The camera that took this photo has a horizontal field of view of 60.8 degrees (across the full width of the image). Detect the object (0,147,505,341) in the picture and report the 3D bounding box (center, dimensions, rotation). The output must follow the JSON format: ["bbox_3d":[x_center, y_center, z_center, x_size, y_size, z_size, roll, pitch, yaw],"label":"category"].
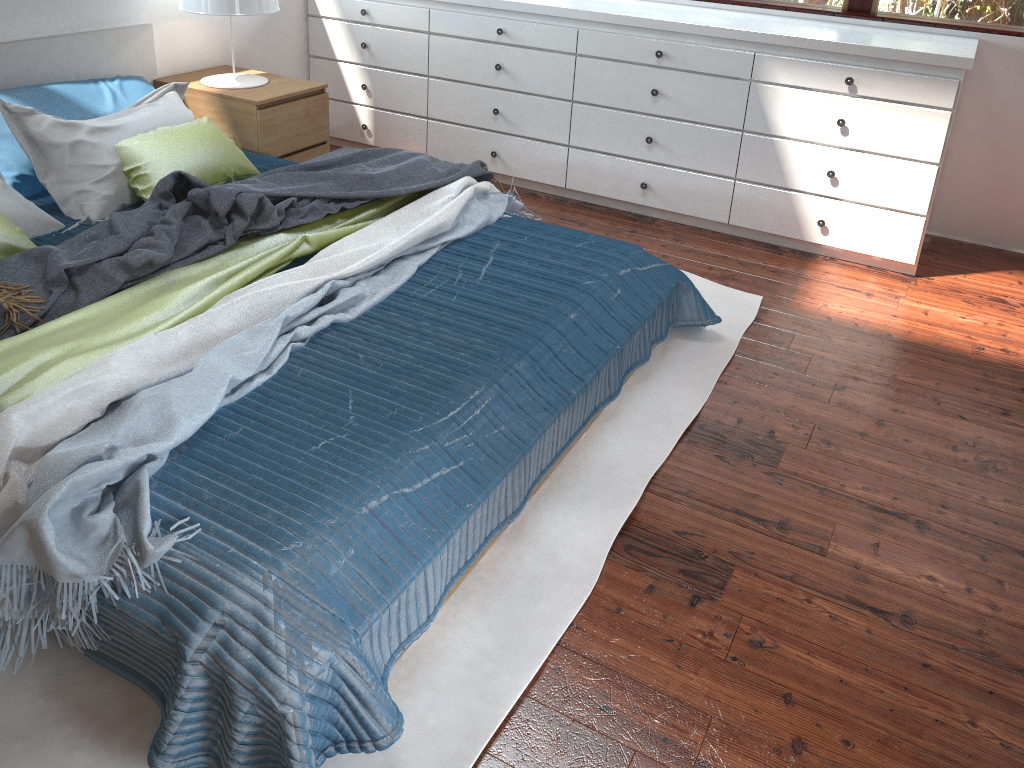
[{"bbox_3d":[-0.893,-0.415,2.587,0.646,0.380,2.217,21,34,30],"label":"object"}]

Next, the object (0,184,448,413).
[{"bbox_3d":[-0.736,-0.195,2.507,0.497,0.418,2.228,13,31,19],"label":"object"}]

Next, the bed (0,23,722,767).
[{"bbox_3d":[-0.877,-0.424,2.559,2.625,0.721,2.250,18,32,24],"label":"bed"}]

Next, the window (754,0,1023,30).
[{"bbox_3d":[1.596,-0.901,0.848,8.453,1.814,5.547,18,32,24],"label":"window"}]

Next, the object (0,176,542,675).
[{"bbox_3d":[-0.431,-0.120,2.306,0.543,0.352,2.282,13,31,18],"label":"object"}]

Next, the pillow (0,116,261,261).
[{"bbox_3d":[-1.364,-0.588,2.698,0.316,0.205,1.454,16,32,22],"label":"pillow"}]

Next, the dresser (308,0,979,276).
[{"bbox_3d":[0.406,-1.377,4.196,3.174,0.825,0.647,18,29,25],"label":"dresser"}]

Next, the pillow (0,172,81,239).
[{"bbox_3d":[-1.721,-0.483,2.450,0.478,0.336,0.924,14,31,19],"label":"pillow"}]

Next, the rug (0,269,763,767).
[{"bbox_3d":[-0.464,0.014,2.491,1.832,0.046,2.859,17,32,22],"label":"rug"}]

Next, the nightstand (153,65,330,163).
[{"bbox_3d":[-1.187,-1.075,3.876,0.620,0.507,0.450,17,29,24],"label":"nightstand"}]

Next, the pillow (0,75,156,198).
[{"bbox_3d":[-1.604,-0.966,3.248,0.372,0.297,0.972,15,31,21],"label":"pillow"}]

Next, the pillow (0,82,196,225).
[{"bbox_3d":[-1.323,-0.879,3.106,0.364,0.365,0.903,13,30,18],"label":"pillow"}]

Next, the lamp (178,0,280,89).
[{"bbox_3d":[-1.182,-1.559,3.662,0.410,0.551,0.430,12,27,16],"label":"lamp"}]
